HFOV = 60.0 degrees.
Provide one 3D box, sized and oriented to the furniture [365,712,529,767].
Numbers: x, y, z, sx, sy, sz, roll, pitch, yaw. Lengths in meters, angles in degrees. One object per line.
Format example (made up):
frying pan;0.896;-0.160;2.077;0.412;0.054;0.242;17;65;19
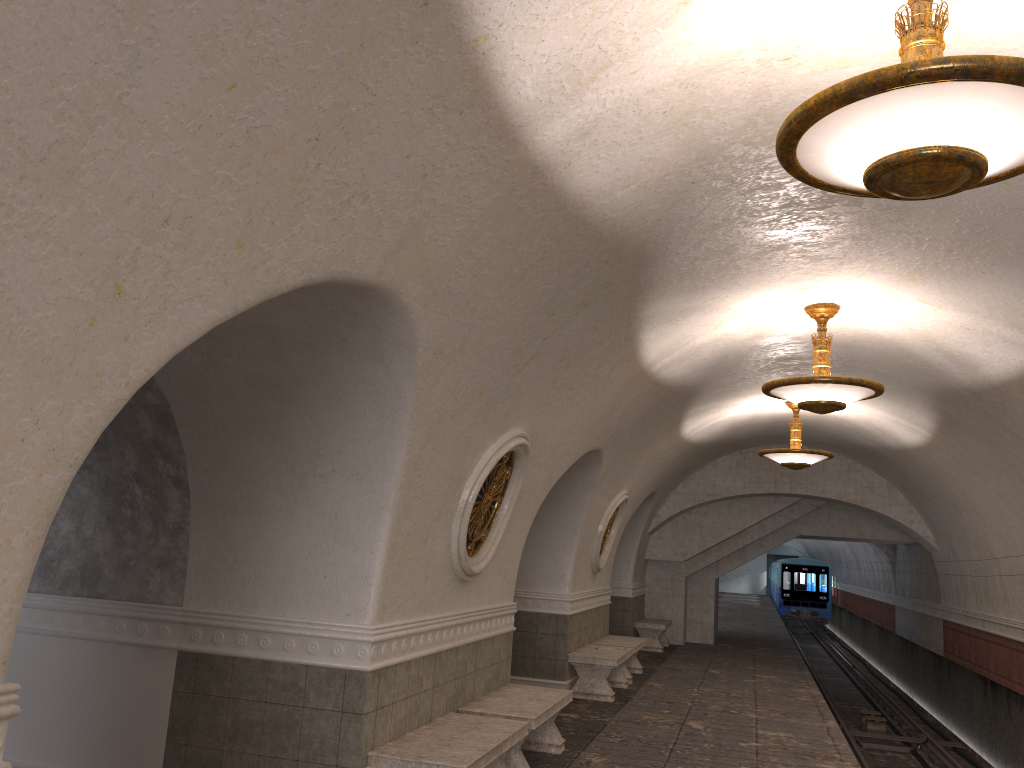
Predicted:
furniture;-0.379;2.550;5.759;0.613;0.508;1.509;1;-11;15

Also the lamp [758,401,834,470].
lamp;3.953;0.725;12.348;1.008;0.955;1.008;10;-12;-28

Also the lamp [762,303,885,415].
lamp;2.716;-0.204;7.773;1.008;0.955;1.008;-2;-12;31

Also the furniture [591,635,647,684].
furniture;1.579;4.021;13.001;0.613;0.508;1.509;1;-11;15

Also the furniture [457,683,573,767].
furniture;0.052;2.874;7.352;0.613;0.508;1.509;1;-11;15

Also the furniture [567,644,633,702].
furniture;1.148;3.697;11.408;0.613;0.508;1.509;1;-11;15

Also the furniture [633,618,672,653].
furniture;2.762;4.909;17.378;0.613;0.508;1.509;1;-11;15

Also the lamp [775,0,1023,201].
lamp;1.480;-1.132;3.199;1.008;0.955;1.008;-2;-12;31
